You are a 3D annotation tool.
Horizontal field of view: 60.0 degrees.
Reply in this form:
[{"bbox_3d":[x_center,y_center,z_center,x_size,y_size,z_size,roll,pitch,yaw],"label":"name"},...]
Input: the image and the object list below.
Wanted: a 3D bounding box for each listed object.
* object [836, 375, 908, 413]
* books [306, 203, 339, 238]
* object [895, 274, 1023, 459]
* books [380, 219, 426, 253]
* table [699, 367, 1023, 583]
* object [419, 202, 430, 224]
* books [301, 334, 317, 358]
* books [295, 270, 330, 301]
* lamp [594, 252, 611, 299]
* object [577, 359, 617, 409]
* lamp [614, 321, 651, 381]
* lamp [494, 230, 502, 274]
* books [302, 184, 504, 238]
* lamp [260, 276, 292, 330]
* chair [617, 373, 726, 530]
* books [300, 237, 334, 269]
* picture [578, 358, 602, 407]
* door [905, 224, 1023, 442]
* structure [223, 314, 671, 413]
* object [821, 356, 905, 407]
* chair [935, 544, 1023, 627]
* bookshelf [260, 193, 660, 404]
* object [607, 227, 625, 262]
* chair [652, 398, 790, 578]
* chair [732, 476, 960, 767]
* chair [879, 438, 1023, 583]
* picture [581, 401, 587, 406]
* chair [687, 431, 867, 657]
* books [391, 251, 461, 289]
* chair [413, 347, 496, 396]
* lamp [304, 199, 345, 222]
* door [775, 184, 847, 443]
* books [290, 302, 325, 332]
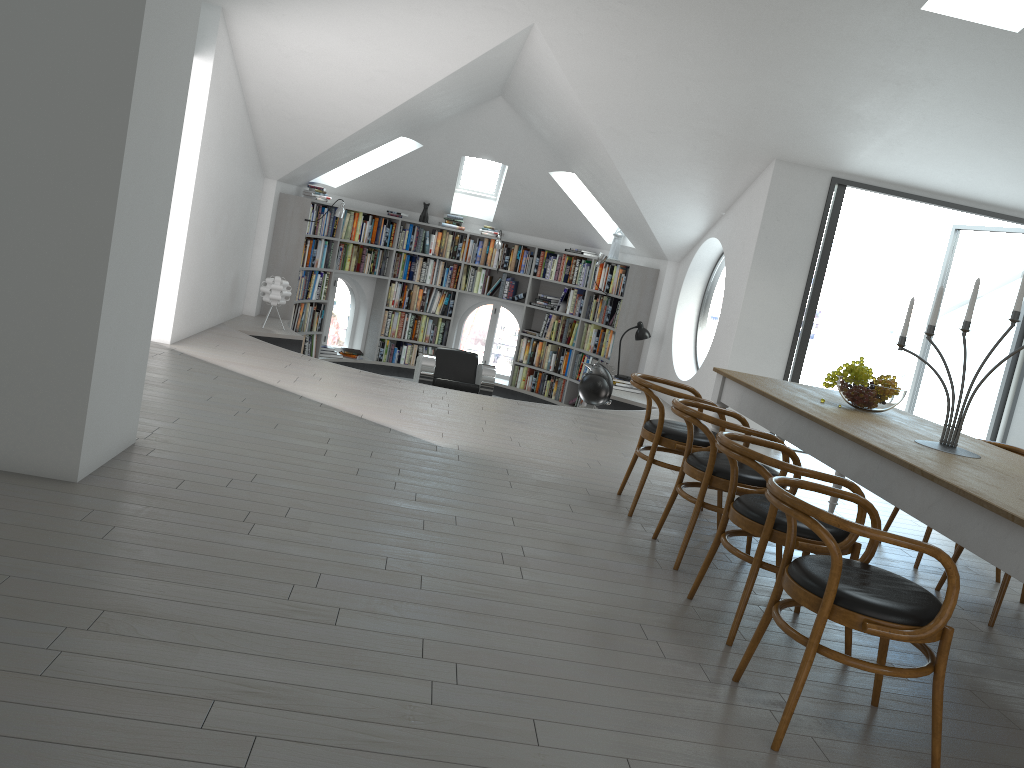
[{"bbox_3d":[1.896,0.067,4.720,0.359,0.159,0.362,7,9,-26],"label":"object"},{"bbox_3d":[-2.316,-1.913,10.246,0.301,0.360,1.035,13,9,10],"label":"books"},{"bbox_3d":[1.998,-0.124,3.709,0.265,0.872,0.779,7,9,-32],"label":"object"},{"bbox_3d":[-1.462,-1.931,11.533,0.681,0.345,0.266,7,9,-29],"label":"books"},{"bbox_3d":[1.810,0.655,3.974,1.018,0.796,3.364,11,9,-6],"label":"table"},{"bbox_3d":[-1.125,-2.235,11.588,0.147,0.264,0.203,10,8,-10],"label":"object"},{"bbox_3d":[-2.607,-0.456,10.481,0.283,0.318,0.920,13,9,12],"label":"books"},{"bbox_3d":[-2.440,-1.164,10.326,0.261,0.358,1.022,13,9,10],"label":"books"},{"bbox_3d":[1.108,-1.287,10.550,0.275,0.523,0.113,9,7,-15],"label":"lamp"},{"bbox_3d":[0.816,0.029,8.676,0.319,0.560,0.322,7,9,-33],"label":"object"},{"bbox_3d":[1.329,-0.368,9.740,0.323,0.658,0.234,13,7,9],"label":"lamp"},{"bbox_3d":[-0.187,-1.720,11.525,0.113,0.564,0.359,12,7,0],"label":"lamp"},{"bbox_3d":[-1.380,-2.183,11.211,2.810,0.173,0.751,5,11,-35],"label":"books"},{"bbox_3d":[-2.405,-0.824,8.953,0.305,0.523,0.307,9,8,-18],"label":"lamp"},{"bbox_3d":[0.888,0.359,4.917,0.621,0.732,0.529,11,8,-3],"label":"chair"},{"bbox_3d":[-2.402,-1.542,10.312,0.303,0.346,1.091,13,9,9],"label":"books"},{"bbox_3d":[0.941,0.151,10.503,0.090,0.860,0.581,9,8,-16],"label":"picture"},{"bbox_3d":[4.363,-0.335,8.483,0.080,2.338,1.057,9,8,-21],"label":"door"},{"bbox_3d":[-0.730,0.009,9.797,4.730,0.691,4.706,18,11,38],"label":"structure"},{"bbox_3d":[1.882,-0.001,4.723,0.393,0.283,0.294,4,11,-42],"label":"object"},{"bbox_3d":[2.560,0.788,4.327,0.621,0.732,0.530,10,8,-10],"label":"chair"},{"bbox_3d":[-0.691,-0.967,11.065,4.330,1.874,2.118,11,8,-6],"label":"bookshelf"},{"bbox_3d":[1.277,-1.737,10.811,0.179,0.471,0.180,12,7,3],"label":"object"},{"bbox_3d":[0.987,0.489,4.204,0.621,0.732,0.529,11,8,-6],"label":"chair"},{"bbox_3d":[1.023,0.719,2.764,0.621,0.732,0.529,11,8,-3],"label":"chair"},{"bbox_3d":[2.560,0.677,5.049,0.621,0.732,0.529,11,8,-6],"label":"chair"},{"bbox_3d":[0.881,0.328,10.342,0.106,0.553,0.492,9,8,-16],"label":"picture"},{"bbox_3d":[1.031,0.609,3.484,0.621,0.732,0.530,10,8,-11],"label":"chair"},{"bbox_3d":[-1.170,-1.519,11.766,1.026,0.358,0.302,8,8,-20],"label":"books"},{"bbox_3d":[-0.669,-0.002,9.908,0.822,0.717,0.744,10,8,-11],"label":"chair"},{"bbox_3d":[-2.057,-1.919,9.806,0.413,0.311,0.117,10,7,-9],"label":"lamp"},{"bbox_3d":[2.580,-0.669,8.312,0.080,2.338,1.056,11,7,-6],"label":"door"},{"bbox_3d":[-2.589,-0.596,10.134,0.391,0.693,1.646,12,8,4],"label":"books"}]
